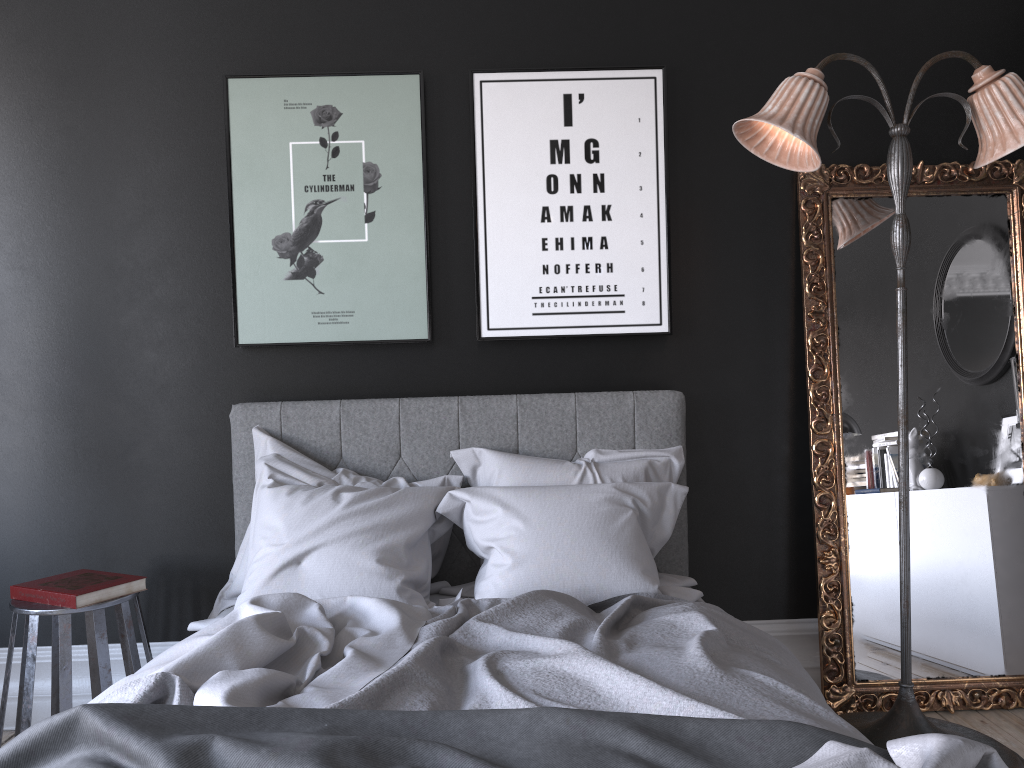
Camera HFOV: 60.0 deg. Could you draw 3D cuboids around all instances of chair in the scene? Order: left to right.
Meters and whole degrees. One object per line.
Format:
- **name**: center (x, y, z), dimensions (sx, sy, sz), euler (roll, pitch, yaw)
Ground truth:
- **chair**: center (-1.486, 1.059, 3.060), dimensions (0.613, 0.673, 0.613), euler (0, 2, 43)

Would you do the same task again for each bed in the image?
- **bed**: center (-0.250, 0.723, 2.042), dimensions (2.765, 1.299, 3.282), euler (-2, 1, -13)

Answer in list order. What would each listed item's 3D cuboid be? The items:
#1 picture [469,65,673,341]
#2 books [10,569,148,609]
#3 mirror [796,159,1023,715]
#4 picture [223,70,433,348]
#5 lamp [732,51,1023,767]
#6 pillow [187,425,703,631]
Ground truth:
- **picture**: center (0.238, -0.723, 3.557), dimensions (0.791, 1.079, 0.014), euler (-2, 2, -1)
- **books**: center (-1.485, 0.700, 3.047), dimensions (0.346, 0.045, 0.275), euler (-1, 1, 28)
- **mirror**: center (1.686, 0.194, 3.544), dimensions (0.991, 2.193, 0.254), euler (-2, 2, -1)
- **picture**: center (-0.731, -0.695, 3.534), dimensions (0.791, 1.079, 0.014), euler (-2, 2, -1)
- **lamp**: center (1.323, 0.098, 3.000), dimensions (0.986, 2.413, 0.772), euler (0, 2, 31)
- **pillow**: center (-0.225, 0.518, 3.147), dimensions (1.830, 0.760, 0.680), euler (-2, 2, -2)
